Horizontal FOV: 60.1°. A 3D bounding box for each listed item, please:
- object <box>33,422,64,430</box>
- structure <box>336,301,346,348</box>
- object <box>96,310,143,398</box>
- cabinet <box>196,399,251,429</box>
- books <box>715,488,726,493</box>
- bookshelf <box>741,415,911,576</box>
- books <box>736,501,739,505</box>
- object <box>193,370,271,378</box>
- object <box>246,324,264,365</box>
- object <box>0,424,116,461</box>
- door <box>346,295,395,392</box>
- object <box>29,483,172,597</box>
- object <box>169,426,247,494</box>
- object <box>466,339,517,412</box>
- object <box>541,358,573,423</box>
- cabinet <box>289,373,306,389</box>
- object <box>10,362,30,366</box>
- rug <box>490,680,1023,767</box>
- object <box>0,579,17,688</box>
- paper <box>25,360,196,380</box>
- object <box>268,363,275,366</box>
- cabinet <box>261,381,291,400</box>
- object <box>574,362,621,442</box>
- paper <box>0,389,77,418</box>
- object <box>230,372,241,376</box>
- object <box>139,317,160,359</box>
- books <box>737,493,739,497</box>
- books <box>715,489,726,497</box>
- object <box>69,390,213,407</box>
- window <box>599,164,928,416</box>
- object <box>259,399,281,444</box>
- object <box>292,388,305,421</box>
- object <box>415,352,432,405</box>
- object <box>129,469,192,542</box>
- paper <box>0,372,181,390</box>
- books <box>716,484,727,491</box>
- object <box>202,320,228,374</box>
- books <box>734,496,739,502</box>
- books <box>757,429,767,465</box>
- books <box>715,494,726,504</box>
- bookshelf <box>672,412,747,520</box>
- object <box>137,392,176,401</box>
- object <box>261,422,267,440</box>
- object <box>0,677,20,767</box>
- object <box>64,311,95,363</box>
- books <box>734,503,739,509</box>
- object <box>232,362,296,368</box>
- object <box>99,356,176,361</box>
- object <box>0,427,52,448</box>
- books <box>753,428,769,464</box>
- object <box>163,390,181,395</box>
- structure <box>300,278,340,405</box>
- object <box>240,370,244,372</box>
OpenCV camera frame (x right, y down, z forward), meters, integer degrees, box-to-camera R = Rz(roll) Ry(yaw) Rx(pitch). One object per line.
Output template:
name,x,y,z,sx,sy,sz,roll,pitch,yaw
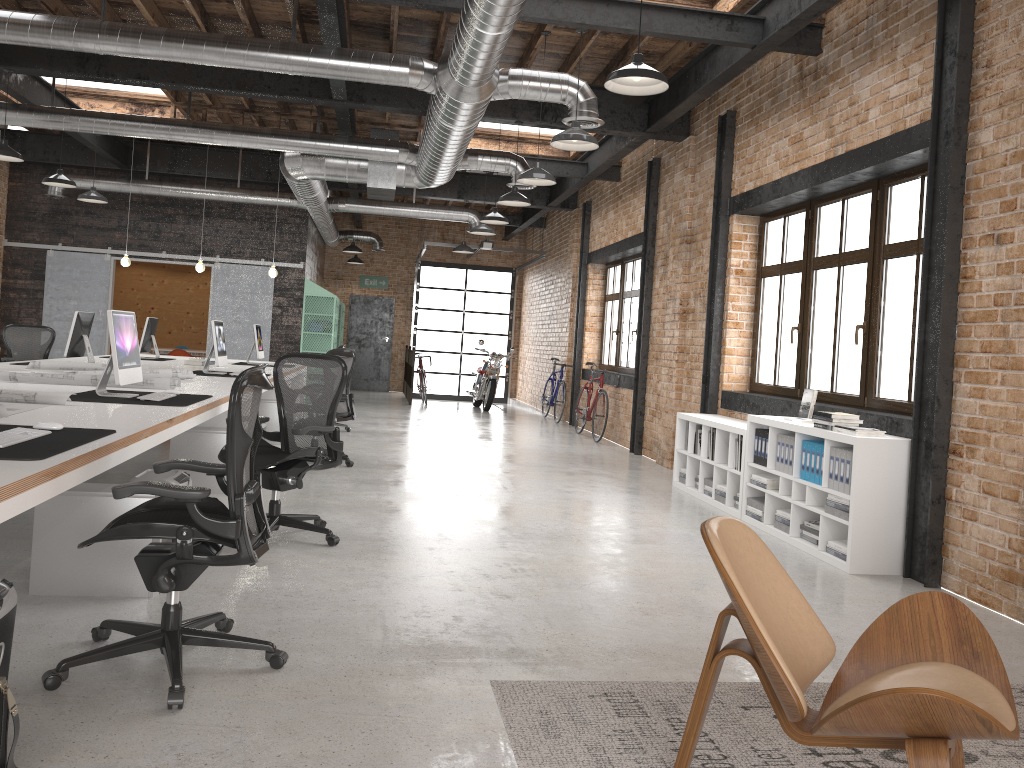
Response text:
object,-1.752,0.158,3.346,0.106,0.028,0.059,3,2,-8
structure,-3.749,-0.877,18.173,0.556,2.100,1.118,4,0,-9
object,-2.232,-0.175,5.048,0.189,0.485,0.484,4,1,-9
cabinet,-2.264,0.439,6.875,0.459,0.648,0.388,4,0,-9
books,1.796,0.854,7.152,0.219,0.039,0.260,3,2,-9
bookshelf,2.073,0.683,5.967,0.400,0.800,1.545,4,2,-9
books,1.855,0.928,6.848,0.163,0.047,0.239,3,2,-8
object,-2.611,-0.088,8.133,0.687,0.008,0.849,3,3,-9
object,-3.127,-0.486,10.841,0.189,0.485,0.484,4,1,-9
object,-1.820,0.187,3.015,0.687,0.008,0.849,3,3,-9
door,-3.167,-0.906,19.692,0.997,2.100,0.218,4,0,-9
object,-1.819,0.693,3.967,0.541,0.455,0.221,3,0,-9
object,-2.211,0.557,6.502,0.541,0.455,0.221,3,0,-9
object,-0.449,-0.171,17.095,0.812,1.360,2.180,4,2,-21
object,0.700,0.086,14.797,0.401,1.040,1.740,4,2,-14
cabinet,-3.043,0.169,11.920,0.459,0.648,0.388,4,0,-9
object,-4.014,-0.172,7.993,0.687,0.008,0.849,3,3,-10
rug,1.494,1.223,1.909,2.727,0.004,3.000,3,3,-9
object,-1.504,0.777,2.351,0.250,0.466,0.338,4,1,-9
paper,-3.197,-0.113,7.055,0.974,0.105,1.077,1,3,-44
object,-2.918,-0.239,10.848,0.118,0.017,0.439,3,3,-9
cabinet,-2.716,0.282,9.803,0.459,0.648,0.388,4,0,-9
object,1.094,0.223,12.243,0.401,1.040,1.740,4,2,-14
paper,-2.563,0.065,3.897,0.975,0.105,1.076,3,3,-11
object,-2.496,-0.092,8.113,0.118,0.017,0.439,3,3,-9
object,-4.260,-0.541,10.447,0.189,0.485,0.484,4,1,-9
books,1.880,0.869,6.840,0.198,0.054,0.240,3,2,-8
books,1.790,0.880,7.159,0.206,0.067,0.275,3,2,-9
object,-2.135,0.077,5.057,0.687,0.008,0.849,3,3,-9
window,2.064,-0.825,9.612,0.147,1.690,8.645,4,2,-9
object,-2.670,0.397,9.478,0.541,0.455,0.221,3,0,-9
object,-2.997,0.284,11.594,0.541,0.455,0.221,3,0,-9
object,-1.813,-0.110,17.791,0.410,1.033,1.735,4,2,-3
object,-1.735,0.675,4.363,0.250,0.466,0.338,4,1,-9
paper,-2.740,-0.027,5.718,1.133,0.082,0.083,3,1,-14
books,1.797,0.836,7.148,0.214,0.052,0.252,3,2,-9
object,-2.704,-0.339,8.106,0.189,0.485,0.484,4,1,-9
books,1.879,0.901,6.864,0.222,0.055,0.282,3,2,-8
books,1.950,0.474,6.587,0.232,0.261,0.062,4,0,-9
books,1.792,0.931,7.167,0.217,0.072,0.290,3,2,-9
bookshelf,1.827,0.657,7.502,0.400,0.684,1.545,4,2,-9
object,-2.023,0.072,5.055,0.118,0.017,0.439,3,3,-9
object,-2.213,0.508,7.461,0.250,0.466,0.338,4,1,-9
object,-1.383,0.823,2.002,0.548,0.429,0.268,3,0,-11
object,-3.883,-0.411,8.009,0.189,0.485,0.484,4,1,-9
books,1.858,0.957,6.863,0.184,0.049,0.261,3,2,-8
object,-3.033,-0.234,10.868,0.687,0.008,0.849,3,3,-10
object,-4.391,-0.303,10.433,0.687,0.008,0.849,3,3,-10
object,-1.709,0.181,3.020,0.118,0.017,0.439,3,3,-9
books,1.940,0.471,6.650,0.232,0.261,0.062,4,0,-9
object,-2.066,0.048,5.380,0.106,0.028,0.059,3,2,-10
structure,-3.280,-0.715,15.137,0.556,2.100,1.118,4,0,-9
object,-2.538,-0.116,8.438,0.106,0.028,0.059,3,2,-10
